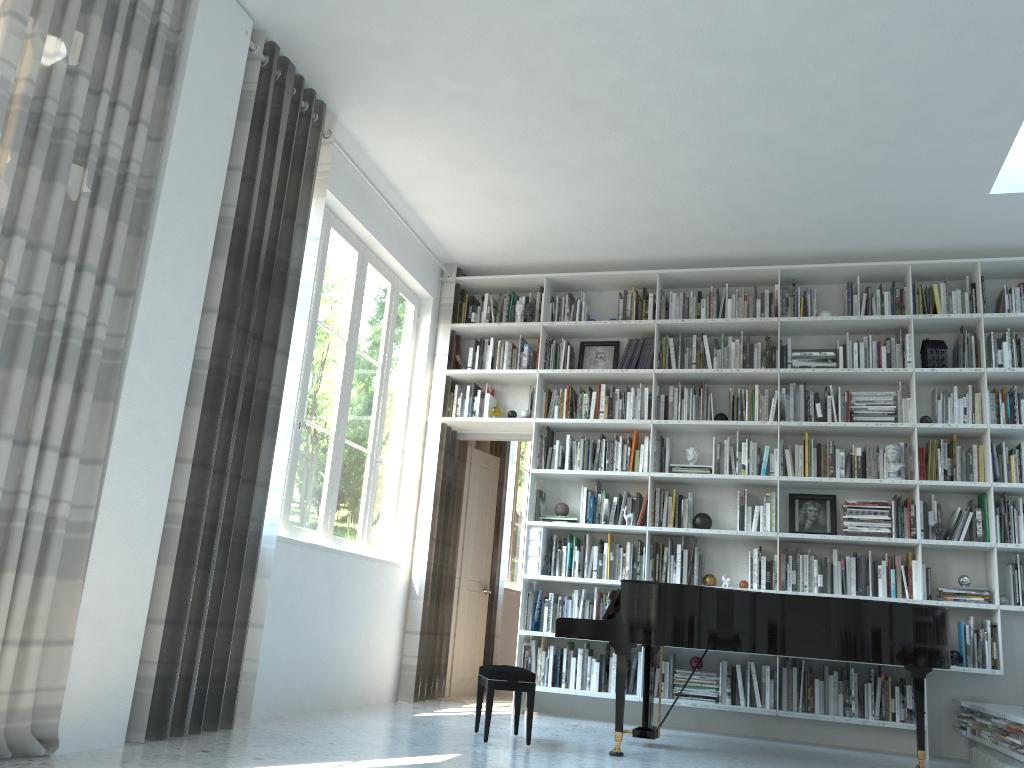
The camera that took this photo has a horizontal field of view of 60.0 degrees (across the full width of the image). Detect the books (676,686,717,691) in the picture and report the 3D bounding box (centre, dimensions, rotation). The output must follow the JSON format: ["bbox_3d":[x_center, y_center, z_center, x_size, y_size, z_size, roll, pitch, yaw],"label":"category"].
[{"bbox_3d":[1.209,1.986,5.793,0.254,0.007,0.161,0,-16,17],"label":"books"}]

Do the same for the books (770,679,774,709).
[{"bbox_3d":[1.656,1.974,5.653,0.024,0.179,0.172,0,-16,17],"label":"books"}]

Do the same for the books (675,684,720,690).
[{"bbox_3d":[1.207,1.977,5.786,0.285,0.007,0.160,1,-16,12],"label":"books"}]

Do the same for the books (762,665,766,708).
[{"bbox_3d":[1.617,1.940,5.691,0.025,0.258,0.133,0,-15,17],"label":"books"}]

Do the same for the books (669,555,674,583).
[{"bbox_3d":[1.092,1.271,6.024,0.024,0.195,0.157,0,-16,17],"label":"books"}]

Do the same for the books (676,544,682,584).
[{"bbox_3d":[1.138,1.234,6.013,0.027,0.268,0.185,0,-16,17],"label":"books"}]

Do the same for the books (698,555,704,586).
[{"bbox_3d":[1.277,1.265,5.979,0.023,0.211,0.160,0,-16,17],"label":"books"}]

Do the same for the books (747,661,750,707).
[{"bbox_3d":[1.521,1.925,5.694,0.012,0.274,0.180,0,-16,17],"label":"books"}]

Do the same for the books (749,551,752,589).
[{"bbox_3d":[1.583,1.245,5.893,0.012,0.253,0.161,0,-16,17],"label":"books"}]

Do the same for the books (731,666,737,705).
[{"bbox_3d":[1.437,1.948,5.735,0.028,0.237,0.136,0,-15,17],"label":"books"}]

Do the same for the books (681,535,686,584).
[{"bbox_3d":[1.167,1.207,6.040,0.013,0.338,0.138,0,-15,17],"label":"books"}]

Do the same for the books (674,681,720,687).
[{"bbox_3d":[1.212,1.960,5.802,0.285,0.007,0.160,0,-16,17],"label":"books"}]

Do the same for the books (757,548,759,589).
[{"bbox_3d":[1.636,1.235,5.884,0.010,0.276,0.156,0,-15,17],"label":"books"}]

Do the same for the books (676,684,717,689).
[{"bbox_3d":[1.210,1.973,5.796,0.254,0.007,0.161,0,-16,17],"label":"books"}]

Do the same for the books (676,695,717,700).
[{"bbox_3d":[1.203,2.040,5.781,0.254,0.007,0.161,0,-16,17],"label":"books"}]

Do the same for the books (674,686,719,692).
[{"bbox_3d":[1.206,1.991,5.785,0.285,0.007,0.160,1,-16,13],"label":"books"}]

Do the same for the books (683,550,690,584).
[{"bbox_3d":[1.181,1.252,6.014,0.029,0.240,0.136,0,-15,17],"label":"books"}]

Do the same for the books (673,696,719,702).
[{"bbox_3d":[1.202,2.053,5.778,0.285,0.007,0.160,0,-16,17],"label":"books"}]

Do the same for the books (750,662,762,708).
[{"bbox_3d":[1.566,1.928,5.694,0.073,0.275,0.181,0,-16,17],"label":"books"}]

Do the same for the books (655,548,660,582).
[{"bbox_3d":[1.002,1.249,6.053,0.030,0.238,0.157,0,-16,17],"label":"books"}]

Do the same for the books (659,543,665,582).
[{"bbox_3d":[1.021,1.231,6.044,0.012,0.271,0.182,0,-16,17],"label":"books"}]

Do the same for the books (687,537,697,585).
[{"bbox_3d":[1.217,1.206,5.999,0.050,0.327,0.167,0,-15,17],"label":"books"}]

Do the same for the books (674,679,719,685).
[{"bbox_3d":[1.208,1.948,5.802,0.285,0.005,0.160,1,-16,15],"label":"books"}]

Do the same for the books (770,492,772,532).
[{"bbox_3d":[1.734,0.877,5.935,0.011,0.278,0.188,0,-16,17],"label":"books"}]

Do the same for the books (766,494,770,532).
[{"bbox_3d":[1.717,0.884,5.948,0.027,0.269,0.179,0,-16,17],"label":"books"}]

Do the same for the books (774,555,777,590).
[{"bbox_3d":[1.747,1.258,5.867,0.019,0.241,0.108,0,-15,17],"label":"books"}]

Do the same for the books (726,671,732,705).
[{"bbox_3d":[1.405,1.962,5.728,0.029,0.201,0.178,0,-16,17],"label":"books"}]

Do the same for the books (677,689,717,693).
[{"bbox_3d":[1.206,1.998,5.783,0.254,0.007,0.161,1,-16,13],"label":"books"}]

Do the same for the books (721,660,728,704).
[{"bbox_3d":[1.382,1.935,5.756,0.031,0.265,0.145,0,-15,17],"label":"books"}]

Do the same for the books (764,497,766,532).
[{"bbox_3d":[1.696,0.894,5.944,0.012,0.244,0.171,0,-16,17],"label":"books"}]

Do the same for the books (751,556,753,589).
[{"bbox_3d":[1.597,1.261,5.893,0.015,0.225,0.148,0,-16,17],"label":"books"}]

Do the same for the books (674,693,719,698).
[{"bbox_3d":[1.202,2.024,5.776,0.285,0.007,0.160,1,-16,13],"label":"books"}]

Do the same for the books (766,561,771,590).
[{"bbox_3d":[1.695,1.277,5.863,0.031,0.194,0.142,0,-16,17],"label":"books"}]

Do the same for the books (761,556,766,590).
[{"bbox_3d":[1.662,1.259,5.857,0.029,0.220,0.153,0,-16,17],"label":"books"}]

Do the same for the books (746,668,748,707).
[{"bbox_3d":[1.511,1.947,5.699,0.011,0.231,0.174,0,-16,17],"label":"books"}]

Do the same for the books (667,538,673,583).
[{"bbox_3d":[1.077,1.213,6.040,0.014,0.312,0.166,0,-15,17],"label":"books"}]

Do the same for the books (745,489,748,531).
[{"bbox_3d":[1.584,0.872,6.000,0.012,0.297,0.166,0,-15,17],"label":"books"}]

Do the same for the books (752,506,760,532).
[{"bbox_3d":[1.639,0.922,5.959,0.057,0.188,0.156,0,-16,17],"label":"books"}]

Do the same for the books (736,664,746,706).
[{"bbox_3d":[1.477,1.938,5.715,0.062,0.252,0.178,0,-16,17],"label":"books"}]

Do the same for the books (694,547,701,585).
[{"bbox_3d":[1.251,1.237,5.978,0.027,0.260,0.164,0,-15,17],"label":"books"}]

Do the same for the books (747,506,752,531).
[{"bbox_3d":[1.602,0.929,5.985,0.030,0.182,0.155,0,-16,17],"label":"books"}]

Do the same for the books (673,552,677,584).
[{"bbox_3d":[1.114,1.260,6.016,0.021,0.214,0.172,0,-16,17],"label":"books"}]

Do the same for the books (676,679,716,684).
[{"bbox_3d":[1.209,1.943,5.805,0.254,0.005,0.161,0,-16,16],"label":"books"}]

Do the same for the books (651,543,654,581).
[{"bbox_3d":[0.974,1.235,6.080,0.013,0.275,0.147,0,-15,17],"label":"books"}]

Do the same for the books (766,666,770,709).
[{"bbox_3d":[1.631,1.931,5.655,0.024,0.259,0.190,0,-16,17],"label":"books"}]

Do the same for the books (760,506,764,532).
[{"bbox_3d":[1.679,0.924,5.952,0.024,0.187,0.173,0,-16,17],"label":"books"}]

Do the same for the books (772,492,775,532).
[{"bbox_3d":[1.750,0.876,5.933,0.021,0.281,0.162,0,-15,17],"label":"books"}]

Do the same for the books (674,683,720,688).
[{"bbox_3d":[1.210,1.967,5.798,0.285,0.007,0.160,0,-16,17],"label":"books"}]

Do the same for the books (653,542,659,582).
[{"bbox_3d":[0.984,1.228,6.068,0.013,0.282,0.147,0,-15,17],"label":"books"}]

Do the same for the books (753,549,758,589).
[{"bbox_3d":[1.614,1.235,5.876,0.027,0.268,0.159,0,-15,17],"label":"books"}]

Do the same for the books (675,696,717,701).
[{"bbox_3d":[1.200,2.044,5.772,0.254,0.007,0.161,-1,-16,20],"label":"books"}]

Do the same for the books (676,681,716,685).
[{"bbox_3d":[1.209,1.954,5.804,0.254,0.005,0.161,0,-16,17],"label":"books"}]

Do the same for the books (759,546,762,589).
[{"bbox_3d":[1.646,1.228,5.879,0.014,0.290,0.132,0,-15,17],"label":"books"}]

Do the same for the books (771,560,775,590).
[{"bbox_3d":[1.717,1.270,5.844,0.024,0.200,0.159,0,-16,17],"label":"books"}]

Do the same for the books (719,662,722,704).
[{"bbox_3d":[1.356,1.936,5.747,0.012,0.253,0.161,0,-16,17],"label":"books"}]

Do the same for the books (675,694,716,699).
[{"bbox_3d":[1.203,2.032,5.781,0.254,0.007,0.161,0,-16,17],"label":"books"}]

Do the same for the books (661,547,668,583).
[{"bbox_3d":[1.048,1.245,6.041,0.042,0.247,0.163,0,-16,17],"label":"books"}]
